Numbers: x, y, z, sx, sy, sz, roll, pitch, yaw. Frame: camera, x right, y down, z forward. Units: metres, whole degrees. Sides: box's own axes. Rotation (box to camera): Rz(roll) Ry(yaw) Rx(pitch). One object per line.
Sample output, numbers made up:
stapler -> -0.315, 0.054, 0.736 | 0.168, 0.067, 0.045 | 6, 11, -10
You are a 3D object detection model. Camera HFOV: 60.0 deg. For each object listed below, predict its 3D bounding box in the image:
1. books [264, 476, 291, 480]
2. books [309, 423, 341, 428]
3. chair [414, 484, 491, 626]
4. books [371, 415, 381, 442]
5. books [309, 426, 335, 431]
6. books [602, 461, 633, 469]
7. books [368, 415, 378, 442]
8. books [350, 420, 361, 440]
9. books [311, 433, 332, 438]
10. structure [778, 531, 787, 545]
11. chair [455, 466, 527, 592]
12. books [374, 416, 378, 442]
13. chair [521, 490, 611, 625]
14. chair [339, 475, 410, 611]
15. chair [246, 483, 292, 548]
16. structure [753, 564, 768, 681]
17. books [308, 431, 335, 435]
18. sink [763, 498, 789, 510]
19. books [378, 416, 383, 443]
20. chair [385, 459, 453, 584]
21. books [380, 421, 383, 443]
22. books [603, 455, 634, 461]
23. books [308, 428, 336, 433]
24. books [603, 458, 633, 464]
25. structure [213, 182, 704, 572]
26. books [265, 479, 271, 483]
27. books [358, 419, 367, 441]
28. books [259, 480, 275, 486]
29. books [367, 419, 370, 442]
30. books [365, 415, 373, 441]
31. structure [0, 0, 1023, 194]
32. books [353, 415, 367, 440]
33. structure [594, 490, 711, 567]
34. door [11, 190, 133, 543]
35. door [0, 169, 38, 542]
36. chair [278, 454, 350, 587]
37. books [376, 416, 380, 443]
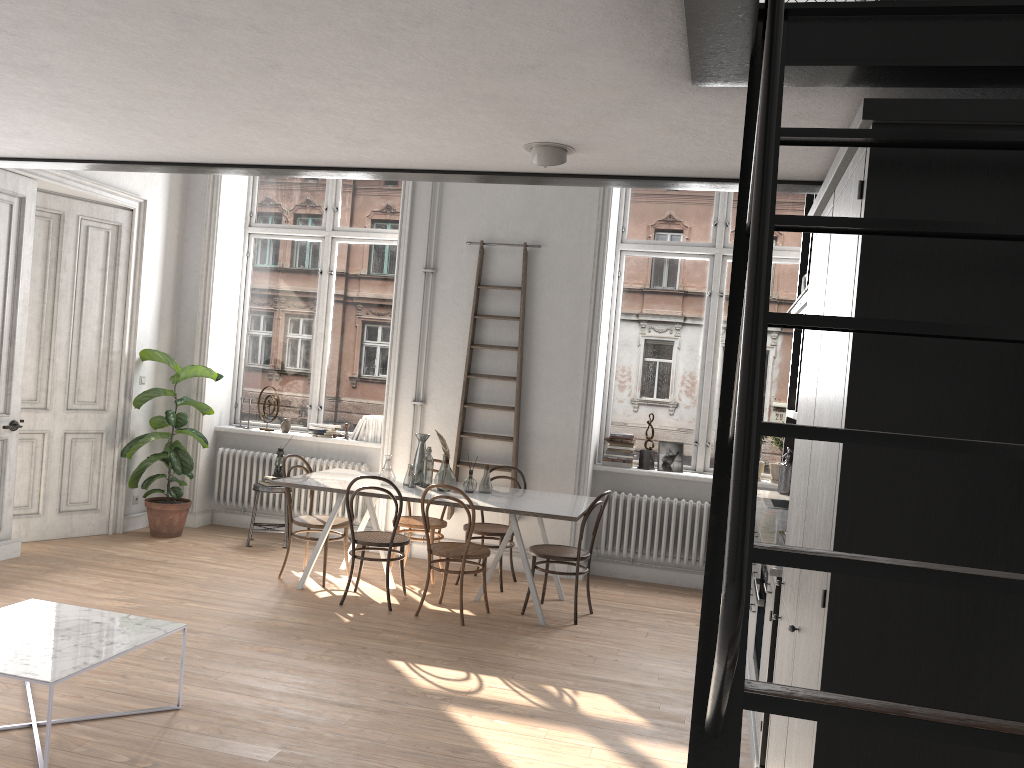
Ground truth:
books -> -2.070, 0.833, 7.870 | 0.221, 0.027, 0.147 | 4, 1, -45
books -> -1.761, 0.393, 8.367 | 0.243, 0.019, 0.174 | 5, 1, 23
chair -> -0.386, 1.119, 6.039 | 0.437, 0.921, 0.549 | 5, 1, 24
books -> -1.258, 0.416, 8.254 | 0.019, 0.244, 0.174 | 5, 1, 13
books -> -1.787, 0.417, 8.352 | 0.205, 0.020, 0.155 | 5, 1, 3
books -> 0.921, 0.694, 7.713 | 0.248, 0.043, 0.192 | 5, 1, 13
books -> -1.282, 0.414, 8.250 | 0.024, 0.243, 0.175 | 5, 1, 13
books -> -1.435, 0.424, 8.300 | 0.105, 0.194, 0.155 | 5, 1, 12
books -> -1.799, 0.481, 8.372 | 0.147, 0.023, 0.221 | 4, 1, -28
structure -> 1.566, 0.803, 4.423 | 0.427, 0.011, 0.592 | 5, 1, 13
chair -> -0.148, 1.129, 7.067 | 0.437, 0.921, 0.549 | 5, 1, 20
books -> -1.235, 0.418, 8.266 | 0.019, 0.244, 0.174 | 5, 1, 13
chair -> 0.389, 1.181, 6.290 | 0.549, 0.921, 0.438 | 5, 1, 26
chair -> -0.945, 1.070, 6.209 | 0.438, 0.921, 0.549 | 5, 1, 9
chair -> -2.135, 1.153, 7.847 | 0.364, 0.523, 0.360 | 5, 1, -13
structure -> 1.526, 1.197, 4.430 | 0.618, 0.623, 0.622 | 5, 1, 13
books -> -1.792, 0.459, 8.366 | 0.205, 0.022, 0.155 | 5, 1, 33
sink -> 1.958, 0.788, 5.924 | 0.514, 0.505, 0.526 | 5, 1, 13
books -> -1.197, 0.421, 8.239 | 0.019, 0.244, 0.174 | 5, 1, 13
chair -> -0.722, 1.080, 7.122 | 0.438, 0.921, 0.549 | 5, 1, 11
books -> -1.177, 0.442, 8.236 | 0.020, 0.205, 0.155 | 5, 1, 13
books -> 0.927, 0.639, 7.710 | 0.249, 0.023, 0.175 | 5, 1, 14
books -> -1.788, 0.437, 8.364 | 0.221, 0.023, 0.147 | 5, 1, 29
books -> 0.925, 0.662, 7.710 | 0.249, 0.023, 0.175 | 5, 1, 9
structure -> -0.162, -0.662, 7.746 | 5.181, 4.474, 0.340 | 5, 1, 13
books -> -2.074, 0.856, 7.870 | 0.232, 0.029, 0.162 | 5, 1, -16
books -> -1.374, 0.426, 8.283 | 0.072, 0.203, 0.155 | 5, 1, 13
books -> -2.088, 0.880, 7.870 | 0.246, 0.034, 0.194 | 4, 1, -36
books -> -1.302, 0.431, 8.266 | 0.020, 0.205, 0.155 | 5, 1, 13
books -> -1.321, 0.411, 8.291 | 0.024, 0.243, 0.175 | 5, 1, 13
structure -> -1.559, -1.544, 1.885 | 5.926, 1.213, 4.158 | 5, 1, 13
books -> -1.397, 0.407, 8.287 | 0.100, 0.235, 0.174 | 5, 1, 13
structure -> 1.496, 1.241, 7.425 | 1.577, 0.552, 0.194 | 5, 1, 13
door -> -3.691, -0.123, 7.262 | 0.216, 2.814, 1.097 | 6, 1, 38
door -> -3.798, -0.121, 6.092 | 0.216, 2.814, 1.097 | 5, 1, 15
chair -> -1.494, 1.019, 6.760 | 0.549, 0.921, 0.438 | 5, 1, 22
books -> -1.213, 0.420, 8.266 | 0.024, 0.243, 0.175 | 5, 1, 13
